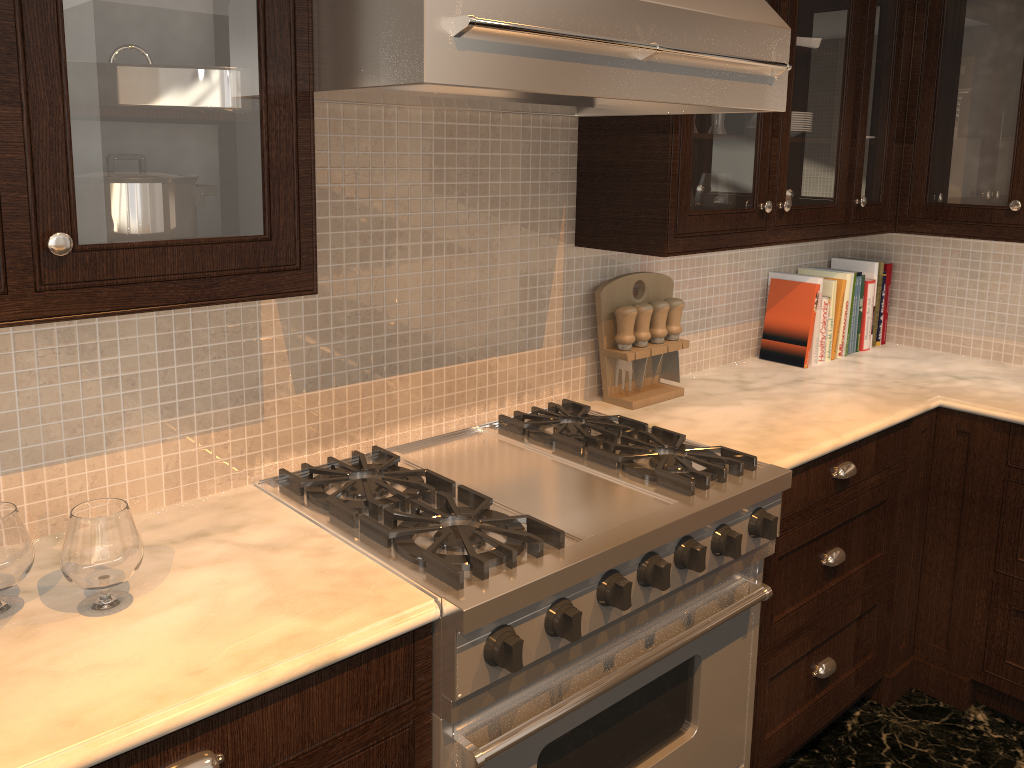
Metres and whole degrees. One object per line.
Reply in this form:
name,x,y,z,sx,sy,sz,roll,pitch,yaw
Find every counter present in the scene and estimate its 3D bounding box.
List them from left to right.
counter,0.798,0.331,1.444,3.394,0.031,2.340,-12,20,-41

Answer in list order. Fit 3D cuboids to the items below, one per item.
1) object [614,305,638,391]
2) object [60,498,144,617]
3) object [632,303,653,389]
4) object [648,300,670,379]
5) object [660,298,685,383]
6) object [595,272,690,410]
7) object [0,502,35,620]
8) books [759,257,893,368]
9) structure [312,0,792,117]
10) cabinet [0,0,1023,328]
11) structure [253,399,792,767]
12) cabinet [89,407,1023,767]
object,0.301,-0.096,2.358,0.061,0.225,0.062,7,12,29
object,-0.602,0.254,1.298,0.113,0.148,0.113,10,15,39
object,0.350,-0.103,2.403,0.061,0.233,0.062,4,11,17
object,0.403,-0.120,2.450,0.061,0.222,0.062,4,11,17
object,0.452,-0.125,2.495,0.061,0.233,0.062,3,10,11
object,0.370,-0.129,2.431,0.318,0.344,0.111,-10,15,-42
object,-0.755,0.256,1.278,0.113,0.148,0.113,10,15,39
books,1.100,-0.267,3.080,0.608,0.306,0.196,-12,17,-42
structure,0.039,-0.779,1.693,0.938,0.470,0.646,-11,18,-41
cabinet,0.815,-0.712,1.271,3.393,1.235,2.332,-12,18,-41
structure,0.033,0.573,1.904,0.913,0.824,0.726,-10,16,-41
cabinet,0.791,0.775,1.520,3.394,0.866,2.340,-12,19,-41
